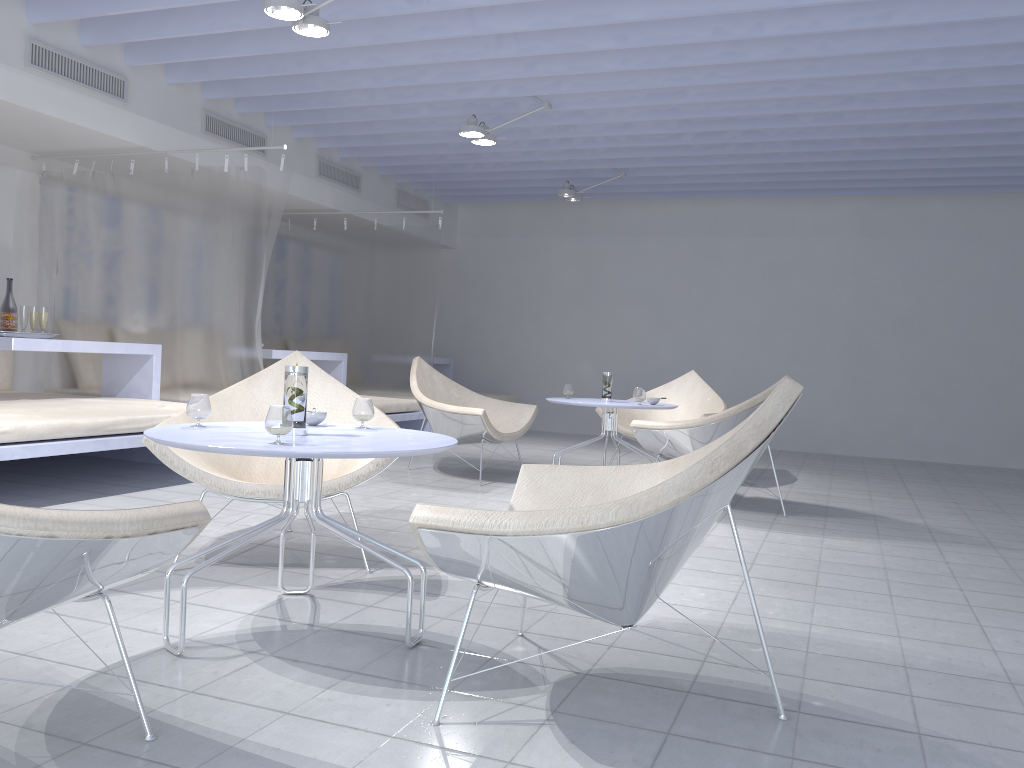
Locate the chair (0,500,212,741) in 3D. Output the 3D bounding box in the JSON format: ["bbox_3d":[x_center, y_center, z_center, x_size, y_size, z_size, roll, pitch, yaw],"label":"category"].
[{"bbox_3d":[-1.131,0.286,1.584,0.906,0.759,0.753,4,2,31],"label":"chair"}]

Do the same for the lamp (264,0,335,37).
[{"bbox_3d":[-0.767,-1.729,3.924,0.587,0.218,0.380,3,2,21],"label":"lamp"}]

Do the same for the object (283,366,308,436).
[{"bbox_3d":[-0.588,0.042,2.405,0.075,0.189,0.075,3,2,12],"label":"object"}]

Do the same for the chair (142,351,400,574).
[{"bbox_3d":[-0.855,0.252,3.351,0.906,0.759,0.753,3,2,-9],"label":"chair"}]

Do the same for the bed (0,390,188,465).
[{"bbox_3d":[-2.794,0.287,4.677,2.022,0.422,2.200,3,2,21],"label":"bed"}]

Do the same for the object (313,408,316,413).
[{"bbox_3d":[-0.611,0.085,2.748,0.012,0.016,0.098,3,2,-13],"label":"object"}]

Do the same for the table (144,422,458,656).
[{"bbox_3d":[-0.573,0.404,2.428,0.825,0.534,0.823,3,2,12],"label":"table"}]

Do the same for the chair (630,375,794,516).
[{"bbox_3d":[1.203,0.311,4.990,0.753,0.759,0.906,4,2,38],"label":"chair"}]

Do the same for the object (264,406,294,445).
[{"bbox_3d":[-0.563,0.099,2.142,0.068,0.091,0.068,4,2,43],"label":"object"}]

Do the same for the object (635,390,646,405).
[{"bbox_3d":[0.770,0.080,5.313,0.068,0.091,0.068,3,2,10],"label":"object"}]

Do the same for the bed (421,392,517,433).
[{"bbox_3d":[-1.220,0.252,8.808,2.016,0.427,2.200,3,2,21],"label":"bed"}]

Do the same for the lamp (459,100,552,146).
[{"bbox_3d":[-0.030,-1.745,5.880,0.587,0.218,0.380,3,2,21],"label":"lamp"}]

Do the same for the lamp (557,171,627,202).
[{"bbox_3d":[0.715,-1.761,7.856,0.587,0.218,0.380,3,2,21],"label":"lamp"}]

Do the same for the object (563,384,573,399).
[{"bbox_3d":[0.362,0.049,5.711,0.068,0.091,0.068,3,2,10],"label":"object"}]

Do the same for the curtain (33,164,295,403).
[{"bbox_3d":[-2.298,-0.611,5.660,2.050,1.552,0.151,3,2,21],"label":"curtain"}]

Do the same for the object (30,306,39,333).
[{"bbox_3d":[-2.682,-0.348,4.973,0.059,0.174,0.059,3,2,-12],"label":"object"}]

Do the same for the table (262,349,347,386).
[{"bbox_3d":[-1.809,-0.047,7.222,0.416,0.450,1.065,3,2,21],"label":"table"}]

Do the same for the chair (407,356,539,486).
[{"bbox_3d":[-0.340,0.212,5.747,0.753,0.759,0.906,4,2,24],"label":"chair"}]

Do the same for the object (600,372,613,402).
[{"bbox_3d":[0.600,0.018,5.588,0.075,0.185,0.075,2,2,-16],"label":"object"}]

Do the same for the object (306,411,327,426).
[{"bbox_3d":[-0.610,0.105,2.717,0.082,0.043,0.082,3,2,-11],"label":"object"}]

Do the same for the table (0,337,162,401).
[{"bbox_3d":[-2.590,-0.030,5.149,0.416,0.450,1.065,3,2,21],"label":"table"}]

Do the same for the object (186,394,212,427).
[{"bbox_3d":[-0.878,0.074,2.486,0.068,0.091,0.068,3,2,13],"label":"object"}]

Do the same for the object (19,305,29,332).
[{"bbox_3d":[-2.705,-0.347,4.913,0.059,0.174,0.059,3,2,-12],"label":"object"}]

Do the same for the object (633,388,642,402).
[{"bbox_3d":[0.823,0.070,5.786,0.068,0.091,0.068,3,2,10],"label":"object"}]

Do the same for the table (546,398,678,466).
[{"bbox_3d":[0.610,0.379,5.563,0.825,0.534,0.823,3,2,-2],"label":"table"}]

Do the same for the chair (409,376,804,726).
[{"bbox_3d":[0.271,0.344,2.061,0.753,0.759,0.906,3,2,16],"label":"chair"}]

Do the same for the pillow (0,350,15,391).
[{"bbox_3d":[-3.412,-0.204,5.657,0.231,0.510,0.572,4,2,21],"label":"pillow"}]

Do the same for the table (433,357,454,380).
[{"bbox_3d":[-1.029,-0.064,9.292,0.416,0.450,1.065,3,2,21],"label":"table"}]

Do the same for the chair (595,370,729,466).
[{"bbox_3d":[1.161,0.269,6.444,0.906,0.759,0.753,4,2,35],"label":"chair"}]

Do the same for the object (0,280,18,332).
[{"bbox_3d":[-2.720,-0.418,4.794,0.092,0.302,0.092,3,2,-12],"label":"object"}]

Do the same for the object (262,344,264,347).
[{"bbox_3d":[-1.971,-0.293,6.889,0.082,0.043,0.082,2,2,-18],"label":"object"}]

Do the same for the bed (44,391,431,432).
[{"bbox_3d":[-2.000,0.268,6.739,2.016,0.427,2.200,3,2,21],"label":"bed"}]

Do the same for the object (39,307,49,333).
[{"bbox_3d":[-2.619,-0.344,4.957,0.059,0.174,0.059,3,2,-12],"label":"object"}]

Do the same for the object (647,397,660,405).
[{"bbox_3d":[0.865,0.106,5.435,0.082,0.043,0.082,4,2,22],"label":"object"}]

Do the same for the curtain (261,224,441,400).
[{"bbox_3d":[-1.554,-0.610,7.753,1.998,1.559,0.125,3,2,19],"label":"curtain"}]

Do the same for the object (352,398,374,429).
[{"bbox_3d":[-0.454,0.089,2.702,0.068,0.091,0.068,2,2,-41],"label":"object"}]

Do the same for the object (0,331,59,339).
[{"bbox_3d":[-2.691,-0.269,4.858,0.275,0.031,0.429,4,2,22],"label":"object"}]
